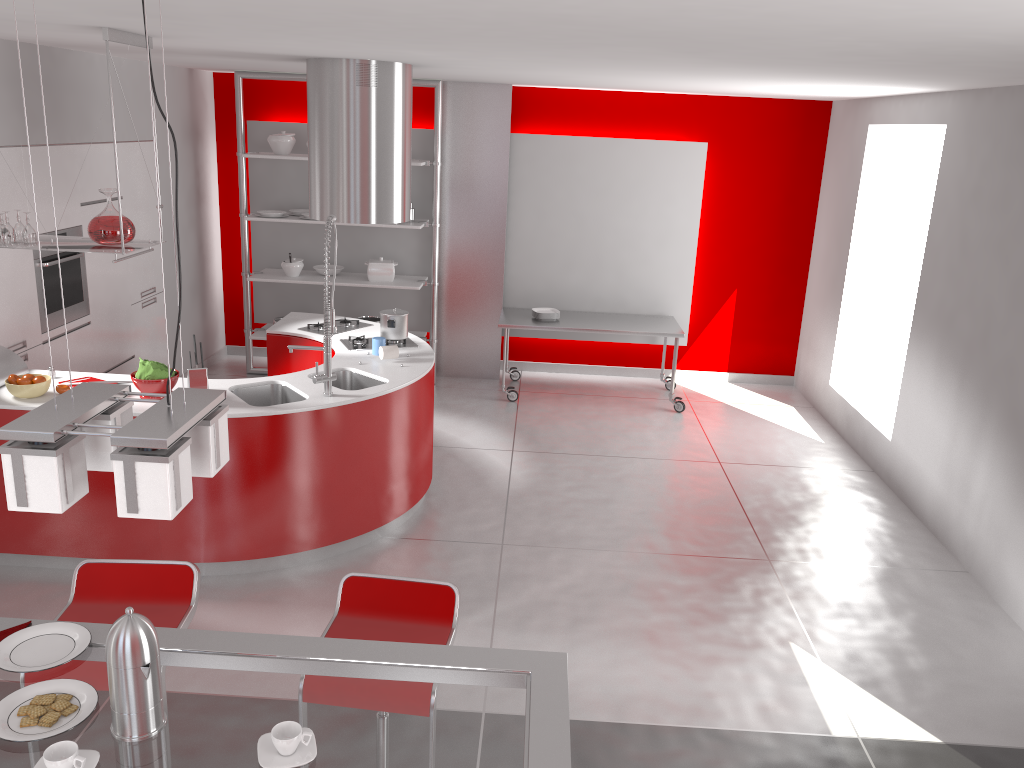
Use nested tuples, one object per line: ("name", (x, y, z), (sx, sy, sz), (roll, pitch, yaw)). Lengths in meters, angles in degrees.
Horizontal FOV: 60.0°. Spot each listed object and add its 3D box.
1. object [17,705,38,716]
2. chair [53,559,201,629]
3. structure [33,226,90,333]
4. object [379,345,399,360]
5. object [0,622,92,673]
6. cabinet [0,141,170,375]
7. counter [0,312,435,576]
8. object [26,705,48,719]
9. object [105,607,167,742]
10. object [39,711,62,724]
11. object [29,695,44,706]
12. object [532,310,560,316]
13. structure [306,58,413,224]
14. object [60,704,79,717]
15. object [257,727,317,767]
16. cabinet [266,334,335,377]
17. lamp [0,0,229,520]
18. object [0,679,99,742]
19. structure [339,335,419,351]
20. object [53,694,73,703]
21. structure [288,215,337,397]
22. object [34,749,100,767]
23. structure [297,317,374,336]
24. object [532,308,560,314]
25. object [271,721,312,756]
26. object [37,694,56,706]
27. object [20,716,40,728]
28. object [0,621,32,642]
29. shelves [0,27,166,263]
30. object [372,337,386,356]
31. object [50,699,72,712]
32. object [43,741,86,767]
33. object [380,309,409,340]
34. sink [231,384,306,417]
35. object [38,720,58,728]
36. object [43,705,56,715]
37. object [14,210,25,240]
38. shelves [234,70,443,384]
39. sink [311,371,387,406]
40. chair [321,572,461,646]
("object", (-1.060, 0.713, 1.939), (0.036, 0.006, 0.034), (-2, 17, -14))
("chair", (-1.240, 1.043, 2.839), (0.418, 0.857, 0.460), (2, 16, -3))
("structure", (-2.829, -0.671, 5.610), (0.050, 0.589, 0.599), (3, 16, 1))
("object", (-0.741, -0.192, 5.300), (0.100, 0.080, 0.109), (-6, 18, -27))
("object", (-1.142, 0.643, 2.158), (0.217, 0.015, 0.217), (15, 20, 36))
("cabinet", (-3.142, -0.577, 5.963), (0.614, 2.026, 2.398), (3, 16, 1))
("counter", (-1.614, 0.326, 5.173), (1.868, 0.880, 2.865), (14, 20, 34))
("object", (-1.032, 0.712, 1.927), (0.036, 0.006, 0.034), (15, 21, 37))
("object", (-0.817, 0.599, 1.881), (0.149, 0.287, 0.113), (5, 17, 9))
("object", (-0.994, 0.718, 1.912), (0.034, 0.006, 0.036), (7, 17, 13))
("object", (-1.050, 0.704, 1.974), (0.036, 0.006, 0.034), (3, 16, 1))
("object", (0.291, -0.614, 7.637), (0.228, 0.020, 0.228), (-2, 17, -16))
("structure", (-0.958, -1.524, 5.596), (0.644, 0.958, 0.644), (-7, 19, -31))
("object", (-0.975, 0.715, 1.948), (0.034, 0.006, 0.036), (10, 18, 22))
("object", (-0.470, 0.766, 1.854), (0.119, 0.016, 0.119), (-3, 17, -18))
("cabinet", (-1.880, 0.269, 5.211), (1.875, 0.761, 1.025), (-12, 22, -41))
("lamp", (-0.729, -0.297, 1.591), (0.304, 1.025, 0.304), (3, 16, 1))
("object", (-1.021, 0.715, 1.936), (0.217, 0.015, 0.217), (16, 21, 37))
("structure", (-0.858, -0.279, 5.726), (0.457, 0.037, 0.303), (-4, 18, -22))
("object", (-1.005, 0.704, 1.980), (0.036, 0.006, 0.034), (3, 16, 1))
("structure", (-0.978, -0.398, 4.545), (0.308, 0.920, 0.178), (-13, 23, -43))
("object", (-0.894, 0.772, 1.766), (0.119, 0.016, 0.119), (2, 16, -1))
("structure", (-1.210, -0.408, 6.107), (0.303, 0.037, 0.457), (13, 19, 30))
("object", (0.291, -0.624, 7.634), (0.228, 0.020, 0.228), (-2, 17, -16))
("object", (-0.462, 0.744, 1.844), (0.078, 0.049, 0.062), (10, 18, 23))
("object", (-1.032, 0.700, 1.968), (0.034, 0.006, 0.036), (0, 17, -10))
("object", (-1.037, 0.724, 1.906), (0.036, 0.006, 0.034), (-3, 17, -19))
("object", (-1.279, 0.636, 2.168), (0.095, 0.012, 0.234), (3, 16, 2))
("shelves", (-2.214, -1.132, 4.181), (0.934, 1.023, 0.462), (3, 16, 1))
("object", (-0.815, -0.234, 5.399), (0.080, 0.100, 0.109), (-5, 18, -24))
("object", (-0.993, 0.707, 1.952), (0.036, 0.006, 0.034), (10, 18, 24))
("object", (-0.887, 0.750, 1.754), (0.078, 0.049, 0.062), (17, 21, 39))
("object", (-0.761, -0.391, 5.729), (0.189, 0.185, 0.218), (-9, 20, -35))
("sink", (-1.274, 0.148, 4.651), (0.326, 0.172, 0.428), (-9, 20, -36))
("object", (-0.997, 0.725, 1.910), (0.034, 0.006, 0.036), (4, 16, 5))
("object", (-1.016, 0.713, 1.947), (0.036, 0.006, 0.034), (8, 17, 18))
("object", (-2.410, -0.780, 4.338), (0.060, 0.141, 0.060), (3, 16, 1))
("shelves", (-1.487, -1.295, 7.654), (1.735, 2.599, 0.535), (3, 16, 1))
("sink", (-0.917, 0.070, 4.972), (0.428, 0.172, 0.326), (16, 21, 39))
("chair", (-0.405, 1.090, 2.813), (0.418, 0.857, 0.460), (5, 16, 6))
